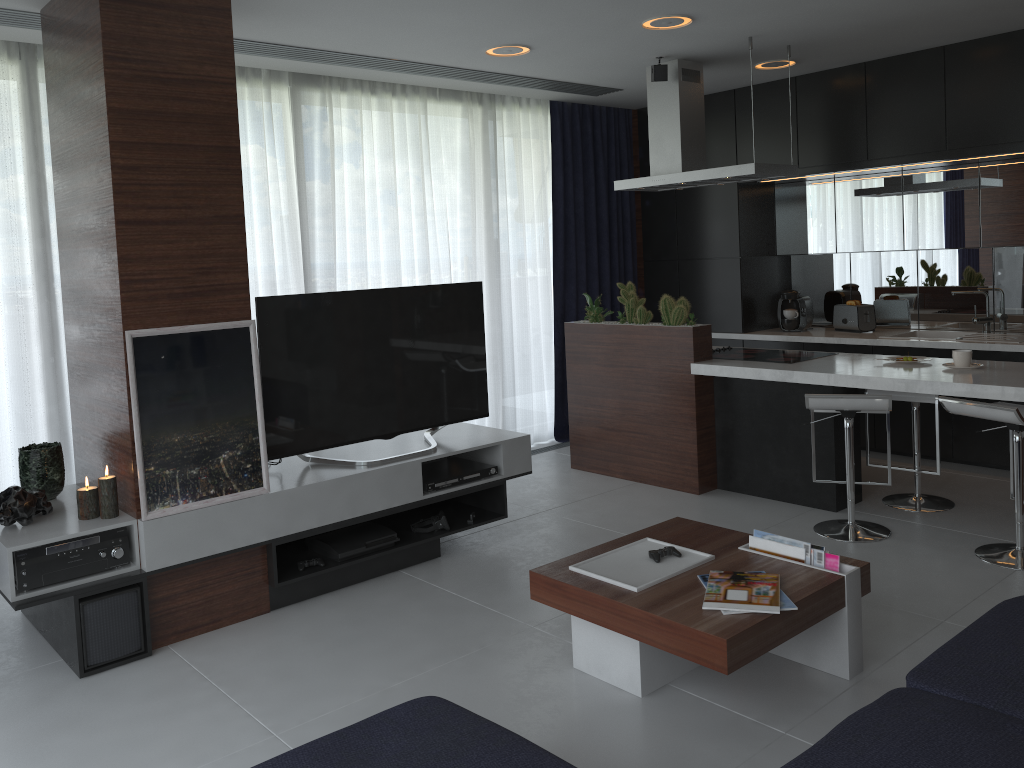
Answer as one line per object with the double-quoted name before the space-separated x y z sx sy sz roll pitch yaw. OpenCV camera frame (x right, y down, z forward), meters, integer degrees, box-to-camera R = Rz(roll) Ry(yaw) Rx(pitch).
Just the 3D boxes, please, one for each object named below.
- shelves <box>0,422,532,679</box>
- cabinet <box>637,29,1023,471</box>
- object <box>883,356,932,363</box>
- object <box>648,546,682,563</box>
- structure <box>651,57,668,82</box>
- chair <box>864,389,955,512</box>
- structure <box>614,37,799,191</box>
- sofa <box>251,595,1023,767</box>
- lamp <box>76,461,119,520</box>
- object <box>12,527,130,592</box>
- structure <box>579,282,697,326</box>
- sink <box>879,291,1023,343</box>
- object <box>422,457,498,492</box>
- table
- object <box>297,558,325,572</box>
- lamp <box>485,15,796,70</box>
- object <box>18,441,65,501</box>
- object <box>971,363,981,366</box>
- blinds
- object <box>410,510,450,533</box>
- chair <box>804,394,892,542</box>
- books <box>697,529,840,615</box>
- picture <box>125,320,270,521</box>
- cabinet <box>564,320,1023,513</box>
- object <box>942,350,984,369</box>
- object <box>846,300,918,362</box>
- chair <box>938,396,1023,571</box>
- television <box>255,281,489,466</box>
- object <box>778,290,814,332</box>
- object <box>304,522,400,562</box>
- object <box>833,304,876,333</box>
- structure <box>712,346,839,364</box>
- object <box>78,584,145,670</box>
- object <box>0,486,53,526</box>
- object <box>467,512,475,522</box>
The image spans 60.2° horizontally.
"shelves" -1.065 0.624 4.062 2.362 0.496 0.875 -10 10 -40
"cabinet" 2.454 -0.865 6.103 0.708 2.537 3.486 -6 7 -41
"object" 2.064 -0.123 4.614 0.238 0.019 0.240 0 9 21
"object" 0.524 0.582 3.047 0.113 0.036 0.071 -7 8 -28
"structure" 0.883 -1.879 5.298 0.084 0.141 0.115 -3 5 -1
"chair" 2.169 0.259 4.690 0.396 0.736 0.466 1 6 45
"structure" 1.146 -1.601 5.388 0.448 0.755 1.046 -7 7 -40
"sofa" 0.734 0.799 1.877 2.889 0.604 1.904 -10 10 -40
"lamp" -1.560 0.398 3.320 0.153 0.210 0.078 -2 4 7
"object" -1.665 0.613 3.269 0.371 0.149 0.370 -9 10 -40
"structure" 0.736 -0.492 5.422 0.223 0.284 1.003 -7 9 -38
"sink" 2.884 -0.341 5.665 0.506 0.489 0.855 -8 8 -40
"object" -0.340 0.444 4.338 0.433 0.052 0.336 -10 11 -40
"table" 0.631 0.775 2.971 0.805 0.350 0.807 -9 10 -40
"object" -0.859 0.763 3.762 0.113 0.036 0.071 -7 8 -28
"lamp" 3.004 -1.942 4.768 5.348 0.084 9.658 3 10 35
"object" -1.931 0.363 3.630 0.168 0.228 0.170 0 5 26
"object" 2.241 -0.098 4.341 0.036 0.012 0.166 -5 8 -15
"blinds" 0.900 -0.418 2.752 5.828 2.754 7.158 -8 9 -37
"object" -0.394 0.656 4.208 0.184 0.078 0.117 -4 7 -11
"chair" 1.613 0.365 4.247 0.396 0.705 0.467 -1 5 22
"books" 2.585 0.135 6.172 0.405 0.370 8.305 0 9 28
"picture" -1.197 0.121 3.401 0.503 0.696 0.053 -7 5 -41
"cabinet" 1.680 -0.631 4.742 0.790 2.535 3.342 -6 7 -41
"object" 2.194 -0.119 4.303 0.182 0.086 0.183 1 8 25
"object" 2.241 -0.353 5.423 0.140 0.220 1.895 -2 8 14
"chair" 2.158 0.401 3.815 0.465 0.705 0.398 -5 5 -23
"television" -0.614 -0.060 4.173 1.237 0.781 0.298 -9 7 -41
"object" 2.089 -0.546 6.527 0.215 0.310 0.271 0 6 34
"object" -0.723 0.707 3.992 0.316 0.067 0.314 -10 10 -40
"object" 2.426 -0.468 6.275 0.176 0.194 0.262 -5 7 -20
"structure" 1.443 -0.161 5.208 0.507 0.056 0.766 -10 11 -40
"object" -1.514 0.869 3.266 0.214 0.250 0.255 -7 7 -41
"object" -1.833 0.447 3.281 0.137 0.149 0.313 -2 7 7
"object" -0.194 0.649 4.303 0.044 0.043 0.044 -8 7 -40
